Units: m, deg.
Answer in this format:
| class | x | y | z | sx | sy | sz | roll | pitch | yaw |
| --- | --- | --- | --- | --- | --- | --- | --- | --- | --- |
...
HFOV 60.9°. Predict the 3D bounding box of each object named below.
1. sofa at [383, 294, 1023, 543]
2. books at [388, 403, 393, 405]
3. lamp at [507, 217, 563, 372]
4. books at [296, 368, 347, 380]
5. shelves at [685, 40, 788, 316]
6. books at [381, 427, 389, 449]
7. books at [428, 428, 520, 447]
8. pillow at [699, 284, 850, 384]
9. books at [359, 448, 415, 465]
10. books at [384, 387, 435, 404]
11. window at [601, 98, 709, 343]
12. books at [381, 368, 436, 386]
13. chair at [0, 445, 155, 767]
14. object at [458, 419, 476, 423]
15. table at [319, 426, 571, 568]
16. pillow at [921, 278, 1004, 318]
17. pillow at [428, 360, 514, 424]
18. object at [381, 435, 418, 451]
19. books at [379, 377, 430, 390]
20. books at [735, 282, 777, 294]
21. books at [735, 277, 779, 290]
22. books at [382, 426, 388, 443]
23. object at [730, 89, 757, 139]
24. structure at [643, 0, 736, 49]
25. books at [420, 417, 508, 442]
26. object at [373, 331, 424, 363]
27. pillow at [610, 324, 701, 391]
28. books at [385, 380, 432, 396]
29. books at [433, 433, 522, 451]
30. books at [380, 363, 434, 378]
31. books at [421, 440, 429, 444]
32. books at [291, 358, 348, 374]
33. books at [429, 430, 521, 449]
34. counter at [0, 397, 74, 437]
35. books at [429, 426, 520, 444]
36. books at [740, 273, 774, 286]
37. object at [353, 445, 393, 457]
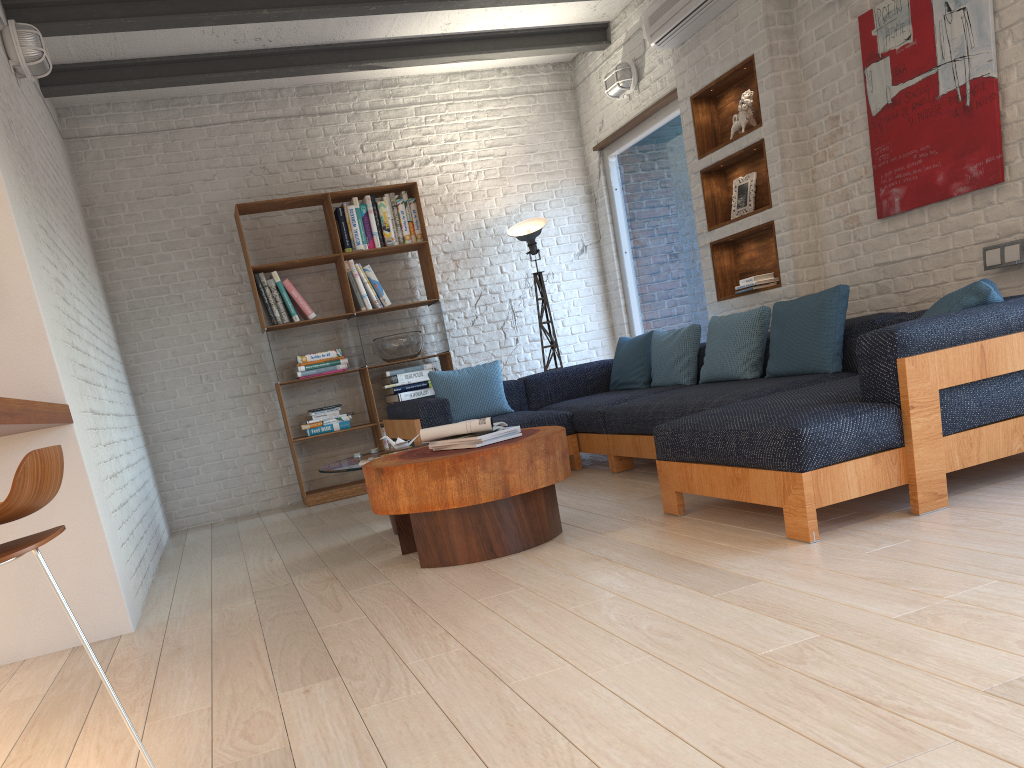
| class | x | y | z | sx | sy | sz | roll | pitch | yaw |
| --- | --- | --- | --- | --- | --- | --- | --- | --- | --- |
| sofa | 0.710 | 0.191 | 4.754 | 2.054 | 0.675 | 3.916 | -12 | 2 | -19 |
| books | -0.780 | 0.147 | 6.872 | 0.358 | 0.057 | 0.279 | -11 | 2 | -15 |
| lamp | 0.486 | -0.420 | 6.835 | 0.872 | 1.892 | 0.489 | -2 | 14 | 43 |
| books | -1.446 | -0.069 | 6.612 | 0.351 | 0.021 | 0.270 | -11 | 1 | -18 |
| shelves | 1.426 | -1.168 | 5.268 | 0.189 | 1.463 | 0.757 | -14 | 10 | -19 |
| books | -1.002 | 0.530 | 6.840 | 0.036 | 0.393 | 0.240 | -14 | 9 | -19 |
| books | -0.164 | 0.232 | 3.775 | 0.321 | 0.011 | 0.245 | -10 | 2 | 41 |
| pillow | 1.378 | -0.236 | 4.704 | 0.251 | 0.425 | 1.201 | -14 | 3 | -19 |
| books | -0.609 | 0.364 | 4.412 | 0.317 | 0.011 | 0.248 | -11 | 1 | -5 |
| books | -0.776 | 0.085 | 6.848 | 0.372 | 0.066 | 0.244 | -12 | 2 | -31 |
| window | 2.791 | -3.070 | 1.182 | 0.639 | 6.543 | 12.224 | -14 | 5 | -19 |
| books | -0.810 | -0.055 | 6.837 | 0.374 | 0.066 | 0.243 | -12 | 2 | -23 |
| chair | -0.947 | 0.531 | 1.639 | 0.418 | 0.794 | 0.398 | -14 | 10 | -18 |
| object | -0.215 | 0.239 | 4.386 | 0.108 | 0.111 | 0.105 | -11 | 7 | -2 |
| table | -0.369 | 0.522 | 4.309 | 1.068 | 0.456 | 1.807 | -12 | 2 | -13 |
| pillow | 1.723 | -0.219 | 3.425 | 0.380 | 0.336 | 0.547 | -7 | 5 | 32 |
| pillow | -0.288 | 0.066 | 6.122 | 0.548 | 0.419 | 0.220 | -12 | 9 | -18 |
| object | -0.615 | 0.313 | 4.832 | 0.187 | 0.093 | 0.189 | -10 | 3 | 7 |
| books | -0.804 | -0.012 | 6.826 | 0.439 | 0.021 | 0.270 | -11 | 1 | -17 |
| books | 1.499 | -0.587 | 5.359 | 0.161 | 0.017 | 0.248 | -11 | 1 | -8 |
| books | 1.505 | -0.615 | 5.344 | 0.169 | 0.019 | 0.234 | -11 | 1 | -16 |
| books | -0.973 | 0.524 | 6.866 | 0.036 | 0.393 | 0.240 | -14 | 9 | -19 |
| object | 1.360 | -1.582 | 5.139 | 0.111 | 0.249 | 0.212 | -12 | 7 | -11 |
| structure | 1.044 | -2.198 | 5.001 | 0.198 | 0.224 | 0.808 | -13 | 3 | -19 |
| books | -0.203 | 0.213 | 3.833 | 0.324 | 0.111 | 0.265 | -10 | 3 | 15 |
| object | -0.874 | -0.279 | 6.794 | 0.407 | 0.206 | 0.388 | -9 | 4 | 24 |
| pillow | 0.960 | -0.162 | 5.979 | 0.240 | 0.407 | 1.098 | -14 | 3 | -20 |
| books | -0.809 | 0.029 | 6.817 | 0.321 | 0.057 | 0.253 | -12 | 2 | -23 |
| books | -0.152 | 0.251 | 3.784 | 0.246 | 0.011 | 0.320 | -12 | 2 | -39 |
| books | -0.822 | -0.105 | 6.821 | 0.375 | 0.037 | 0.242 | -11 | 2 | -17 |
| books | -0.385 | 0.302 | 4.946 | 0.164 | 0.023 | 0.224 | -10 | 2 | 30 |
| books | -1.452 | -0.135 | 6.587 | 0.374 | 0.037 | 0.243 | -12 | 2 | -24 |
| books | -0.162 | 0.242 | 3.796 | 0.321 | 0.011 | 0.245 | -10 | 2 | 41 |
| counter | -1.980 | 0.643 | 1.996 | 1.666 | 0.941 | 2.475 | -12 | 3 | -18 |
| books | -0.164 | 0.221 | 3.765 | 0.246 | 0.011 | 0.320 | -12 | 2 | -44 |
| books | 1.500 | -0.641 | 5.346 | 0.132 | 0.034 | 0.202 | -11 | 2 | -8 |
| object | -0.779 | 0.375 | 4.967 | 0.294 | 0.028 | 0.068 | -12 | 3 | -40 |
